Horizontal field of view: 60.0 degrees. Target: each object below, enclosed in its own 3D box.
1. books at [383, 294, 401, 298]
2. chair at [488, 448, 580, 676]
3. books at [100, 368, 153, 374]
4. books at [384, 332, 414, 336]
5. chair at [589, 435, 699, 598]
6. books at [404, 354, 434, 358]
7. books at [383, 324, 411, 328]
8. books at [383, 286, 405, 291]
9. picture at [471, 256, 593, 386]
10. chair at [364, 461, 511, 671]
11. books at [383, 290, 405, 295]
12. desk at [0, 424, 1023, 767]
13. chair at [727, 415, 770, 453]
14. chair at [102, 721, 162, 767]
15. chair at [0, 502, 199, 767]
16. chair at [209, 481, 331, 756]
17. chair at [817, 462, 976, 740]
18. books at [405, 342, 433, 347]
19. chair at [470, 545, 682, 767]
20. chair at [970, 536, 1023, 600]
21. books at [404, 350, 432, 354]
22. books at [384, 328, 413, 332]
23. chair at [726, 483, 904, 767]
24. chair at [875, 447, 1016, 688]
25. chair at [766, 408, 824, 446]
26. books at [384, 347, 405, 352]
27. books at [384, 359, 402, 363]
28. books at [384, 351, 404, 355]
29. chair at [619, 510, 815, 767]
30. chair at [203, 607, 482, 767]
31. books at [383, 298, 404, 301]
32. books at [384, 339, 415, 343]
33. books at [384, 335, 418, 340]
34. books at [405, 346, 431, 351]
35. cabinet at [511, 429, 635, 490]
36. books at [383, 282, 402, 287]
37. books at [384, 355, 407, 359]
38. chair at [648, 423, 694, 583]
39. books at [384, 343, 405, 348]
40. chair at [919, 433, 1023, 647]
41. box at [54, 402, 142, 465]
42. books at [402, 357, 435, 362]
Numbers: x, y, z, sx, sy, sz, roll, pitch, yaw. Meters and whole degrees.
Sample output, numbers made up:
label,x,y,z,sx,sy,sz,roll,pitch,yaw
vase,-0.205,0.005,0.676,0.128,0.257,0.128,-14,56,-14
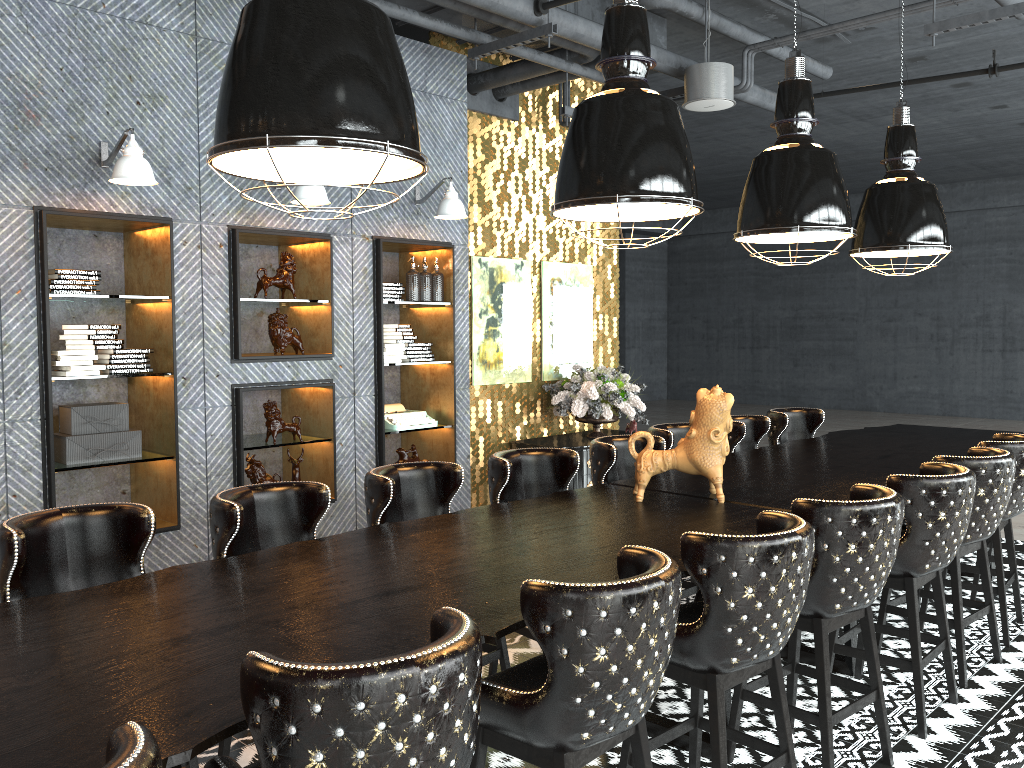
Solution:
label,x,y,z,sx,sy,sz,roll,pitch,yaw
books,-0.967,-0.643,6.501,0.245,0.028,0.193,-4,5,-42
chair,0.166,0.886,4.317,0.504,1.092,0.568,-3,4,-38
books,-2.263,-0.080,5.195,0.245,0.028,0.193,-4,5,-42
books,-0.865,-0.376,6.626,0.193,0.028,0.245,1,4,14
chair,0.709,0.849,4.850,0.504,1.092,0.568,-3,4,-44
books,-0.747,-0.215,6.750,0.245,0.028,0.193,-3,4,-33
books,-0.886,-0.430,6.600,0.193,0.028,0.245,1,4,15
books,-0.947,-0.702,6.534,0.193,0.028,0.245,3,5,44
picture,0.219,-0.558,7.892,0.022,1.072,1.574,3,4,44
chair,-0.353,0.917,3.872,0.568,1.092,0.504,2,4,39
books,-0.947,-0.673,6.521,0.245,0.028,0.193,-4,5,-44
desk,0.893,0.990,4.083,1.433,0.927,7.597,3,5,44
chair,1.652,0.775,5.949,0.568,1.092,0.504,2,4,36
chair,-0.791,1.080,1.321,0.504,1.092,0.568,-3,4,-37
chair,-1.385,0.982,2.938,0.568,1.092,0.504,2,4,41
chair,-0.841,0.952,3.366,0.568,1.092,0.504,2,4,34
chair,1.714,0.902,3.905,0.568,1.092,0.504,2,4,42
books,-0.761,-0.301,6.760,0.193,0.028,0.245,3,5,43
chair,0.167,1.006,2.397,0.568,1.092,0.504,2,4,40
chair,3.172,0.797,5.445,0.568,1.092,0.504,2,4,36
books,-0.767,-0.243,6.742,0.245,0.028,0.193,-4,5,-44
books,-0.882,-0.402,6.598,0.193,0.028,0.245,1,4,24
chair,1.178,0.938,3.386,0.504,1.092,0.568,-3,4,-42
chair,2.172,0.867,4.417,0.504,1.092,0.568,-3,4,-42
chair,2.146,0.739,6.471,0.504,1.092,0.568,-3,4,-37
books,-0.939,-0.255,6.508,0.245,0.028,0.193,3,5,39
books,-0.950,-0.172,6.538,0.193,0.028,0.245,-3,4,-31
books,-0.945,-0.228,6.516,0.193,0.028,0.245,-4,5,-44
chair,0.677,0.973,2.882,0.504,1.092,0.568,-3,4,-43
chair,-0.337,1.041,1.890,0.504,1.092,0.568,-3,4,-37
books,-0.955,-0.617,6.530,0.245,0.028,0.193,-3,5,-41
books,-0.875,-0.320,6.640,0.193,0.028,0.245,1,4,27
books,-0.841,-0.345,6.591,0.193,0.028,0.245,1,4,20
books,-0.775,-0.271,6.747,0.245,0.028,0.193,-3,5,-40
cabinet,0.678,0.845,7.922,0.710,0.737,1.386,3,5,44
books,-0.962,-0.729,6.517,0.245,0.028,0.193,-4,5,-43
books,-0.901,-0.200,6.516,0.193,0.028,0.245,-2,4,-25
chair,1.122,0.808,5.466,0.504,1.092,0.568,-3,4,-44
books,-0.938,-0.284,6.506,0.245,0.028,0.193,3,5,42
chair,2.629,0.831,4.953,0.568,1.092,0.504,2,4,38
box,-2.373,0.278,5.095,0.323,0.315,0.419,3,5,44
books,-0.746,-0.187,6.753,0.193,0.028,0.245,3,5,45
